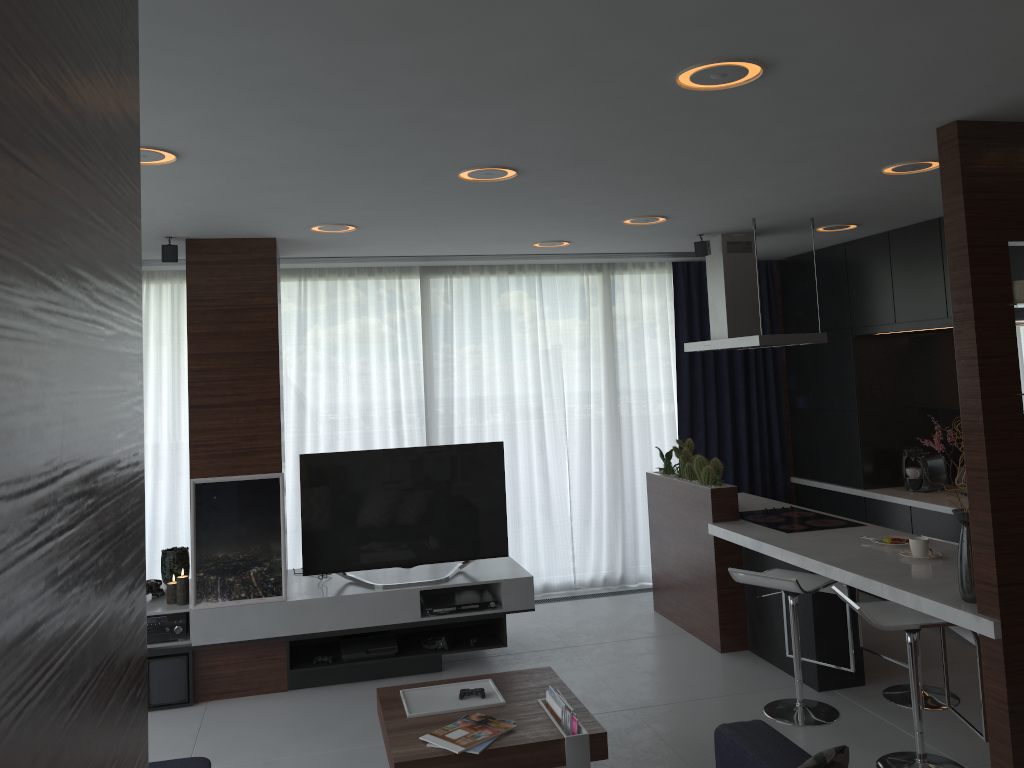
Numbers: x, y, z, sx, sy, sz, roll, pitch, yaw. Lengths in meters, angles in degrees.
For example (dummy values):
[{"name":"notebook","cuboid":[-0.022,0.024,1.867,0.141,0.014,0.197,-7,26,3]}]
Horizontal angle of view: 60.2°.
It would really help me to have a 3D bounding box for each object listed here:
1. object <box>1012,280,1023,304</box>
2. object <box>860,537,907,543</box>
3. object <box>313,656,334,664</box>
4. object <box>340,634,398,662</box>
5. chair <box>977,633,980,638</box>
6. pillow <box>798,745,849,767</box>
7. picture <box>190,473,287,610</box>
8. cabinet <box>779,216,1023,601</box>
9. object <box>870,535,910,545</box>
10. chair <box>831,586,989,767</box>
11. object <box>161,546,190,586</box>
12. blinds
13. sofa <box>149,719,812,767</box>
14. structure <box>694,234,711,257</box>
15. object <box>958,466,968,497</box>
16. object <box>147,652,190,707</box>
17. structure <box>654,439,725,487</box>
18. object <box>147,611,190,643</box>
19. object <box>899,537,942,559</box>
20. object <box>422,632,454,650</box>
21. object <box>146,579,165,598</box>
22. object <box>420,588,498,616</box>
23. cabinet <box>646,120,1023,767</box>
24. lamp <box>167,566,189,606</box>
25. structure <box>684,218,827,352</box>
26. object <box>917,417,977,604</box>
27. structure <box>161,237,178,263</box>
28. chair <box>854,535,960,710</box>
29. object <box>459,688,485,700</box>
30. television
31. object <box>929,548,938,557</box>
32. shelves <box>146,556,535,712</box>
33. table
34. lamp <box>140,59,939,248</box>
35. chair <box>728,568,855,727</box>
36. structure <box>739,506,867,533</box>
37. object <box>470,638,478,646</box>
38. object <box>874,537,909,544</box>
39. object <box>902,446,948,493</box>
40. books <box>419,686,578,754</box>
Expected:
[{"name":"object","cuboid":[1.931,-0.340,3.277,0.218,0.086,0.088,-3,-2,-30]},{"name":"object","cuboid":[1.886,0.789,4.472,0.026,0.008,0.248,-3,0,-44]},{"name":"object","cuboid":[-1.063,1.554,4.991,0.112,0.036,0.070,-3,0,0]},{"name":"object","cuboid":[-0.835,1.525,5.134,0.314,0.068,0.312,-3,0,-13]},{"name":"chair","cuboid":[2.286,1.186,3.682,0.464,0.744,0.394,-2,-3,-7]},{"name":"pillow","cuboid":[0.673,1.146,2.225,0.415,0.388,0.220,-1,-4,-43]},{"name":"picture","cuboid":[-1.516,0.865,4.902,0.500,0.705,0.053,-2,-4,-13]},{"name":"cabinet","cuboid":[2.989,0.225,5.652,0.706,2.566,3.462,-2,-1,-13]},{"name":"object","cuboid":[1.937,0.796,4.461,0.238,0.019,0.237,-3,1,-41]},{"name":"chair","cuboid":[1.637,1.233,3.669,0.463,0.713,0.394,-3,-3,4]},{"name":"object","cuboid":[-2.064,1.124,5.418,0.168,0.230,0.167,-1,-3,-37]},{"name":"blinds","cuboid":[0.048,0.275,3.417,5.801,2.786,7.107,-3,0,-10]},{"name":"sofa","cuboid":[-0.531,1.396,2.607,2.874,0.611,1.891,-3,0,-13]},{"name":"structure","cuboid":[1.248,-0.903,5.790,0.084,0.143,0.114,-4,-3,27]},{"name":"object","cuboid":[3.035,0.642,5.773,0.176,0.196,0.259,-3,-1,7]},{"name":"object","cuboid":[-1.876,1.596,4.855,0.213,0.252,0.253,-2,-2,-13]},{"name":"structure","cuboid":[1.145,0.502,5.821,0.222,0.287,0.996,-2,0,-11]},{"name":"object","cuboid":[-2.002,1.338,4.954,0.370,0.151,0.367,-3,0,-13]},{"name":"object","cuboid":[1.907,0.766,4.130,0.182,0.087,0.181,-2,0,-37]},{"name":"object","cuboid":[-0.442,1.503,5.174,0.183,0.079,0.116,-3,-1,17]},{"name":"object","cuboid":[-2.141,1.170,5.060,0.137,0.151,0.311,-4,-1,34]},{"name":"object","cuboid":[-0.330,1.305,5.283,0.430,0.053,0.334,-3,0,-13]},{"name":"cabinet","cuboid":[1.667,0.296,4.805,0.786,2.564,3.319,-2,-2,-13]},{"name":"lamp","cuboid":[-1.880,1.129,4.972,0.153,0.212,0.077,-5,-4,35]},{"name":"structure","cuboid":[1.516,-0.611,5.717,0.447,0.763,1.039,-2,-1,-13]},{"name":"object","cuboid":[1.709,0.457,3.416,0.388,0.739,0.197,-1,-5,-32]},{"name":"structure","cuboid":[-1.920,-0.747,4.953,0.084,0.143,0.114,-1,-3,-23]},{"name":"chair","cuboid":[2.056,1.190,4.439,0.464,0.744,0.394,-2,-4,-18]},{"name":"object","cuboid":[-0.169,1.308,3.745,0.112,0.036,0.070,-3,0,0]},{"name":"television","cuboid":[-0.638,0.778,5.321,1.231,0.791,0.296,-2,-4,-13]},{"name":"object","cuboid":[1.966,0.792,4.140,0.036,0.012,0.165,-3,1,12]},{"name":"shelves","cuboid":[-1.103,1.445,5.363,2.350,0.502,0.869,-3,-1,-13]},{"name":"table","cuboid":[-0.113,1.494,3.608,0.801,0.354,0.802,-3,0,-13]},{"name":"lamp","cuboid":[2.879,-1.000,4.347,9.593,0.085,5.322,-3,1,-27]},{"name":"chair","cuboid":[1.356,1.239,4.302,0.464,0.713,0.394,0,-4,-41]},{"name":"structure","cuboid":[1.664,0.818,5.272,0.504,0.057,0.760,-3,1,-13]},{"name":"object","cuboid":[-0.221,1.509,5.164,0.044,0.043,0.043,-2,-2,-13]},{"name":"object","cuboid":[2.474,0.659,5.106,0.139,0.223,1.878,-5,-1,42]},{"name":"object","cuboid":[2.857,0.588,6.157,0.269,0.314,0.213,-1,-3,-28]},{"name":"books","cuboid":[3.115,1.238,5.546,8.242,0.375,0.403,-3,-1,-34]}]
